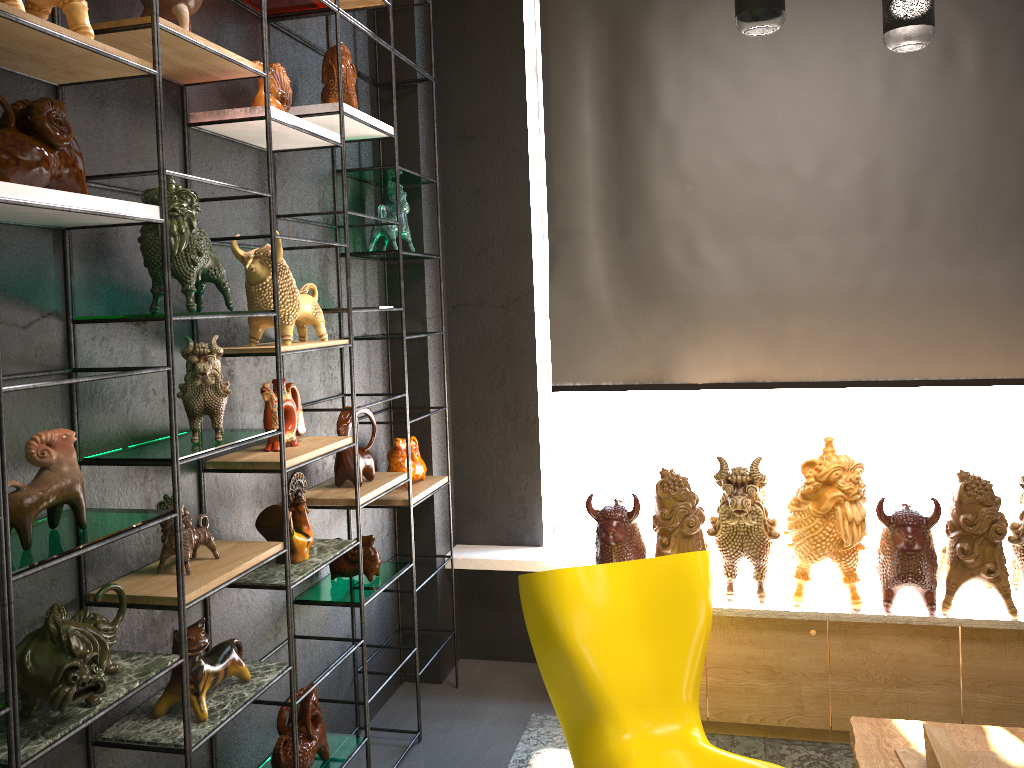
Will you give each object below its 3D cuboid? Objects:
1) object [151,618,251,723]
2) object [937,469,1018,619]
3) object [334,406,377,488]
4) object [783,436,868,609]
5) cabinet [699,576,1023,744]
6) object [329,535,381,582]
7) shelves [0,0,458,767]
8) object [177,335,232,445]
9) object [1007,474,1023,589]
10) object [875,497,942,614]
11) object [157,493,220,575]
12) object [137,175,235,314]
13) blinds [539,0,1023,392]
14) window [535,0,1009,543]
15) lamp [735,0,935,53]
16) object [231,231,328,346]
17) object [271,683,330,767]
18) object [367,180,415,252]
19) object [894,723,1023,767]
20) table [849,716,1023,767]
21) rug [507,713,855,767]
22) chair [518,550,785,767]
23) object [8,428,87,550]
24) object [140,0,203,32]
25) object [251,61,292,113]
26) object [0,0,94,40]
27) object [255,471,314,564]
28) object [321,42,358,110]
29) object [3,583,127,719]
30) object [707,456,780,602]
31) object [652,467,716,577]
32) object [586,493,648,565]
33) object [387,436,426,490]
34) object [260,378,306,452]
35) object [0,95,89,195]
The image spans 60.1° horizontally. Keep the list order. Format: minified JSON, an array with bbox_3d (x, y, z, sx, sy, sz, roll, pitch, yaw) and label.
[{"bbox_3d":[-0.789,0.706,2.325,0.155,0.235,0.310,-1,4,18],"label":"object"},{"bbox_3d":[1.743,0.564,3.353,0.249,0.544,0.476,-2,3,22],"label":"object"},{"bbox_3d":[-0.588,0.229,3.278,0.114,0.289,0.250,-2,3,14],"label":"object"},{"bbox_3d":[1.214,0.514,3.438,0.307,0.653,0.470,-2,3,19],"label":"object"},{"bbox_3d":[1.678,1.089,3.381,2.728,0.529,0.405,-1,3,14],"label":"cabinet"},{"bbox_3d":[-0.592,0.644,3.300,0.210,0.168,0.105,-1,2,13],"label":"object"},{"bbox_3d":[-0.805,-0.433,2.542,0.274,3.900,3.002,-2,3,14],"label":"shelves"},{"bbox_3d":[-0.808,0.013,2.301,0.131,0.279,0.208,-3,3,-28],"label":"object"},{"bbox_3d":[1.948,0.536,3.271,0.271,0.578,0.431,-2,3,7],"label":"object"},{"bbox_3d":[1.495,0.612,3.367,0.219,0.440,0.464,-2,3,19],"label":"object"},{"bbox_3d":[-0.841,0.376,2.301,0.096,0.210,0.184,-2,3,17],"label":"object"},{"bbox_3d":[-0.848,-0.359,2.281,0.167,0.355,0.256,-2,3,19],"label":"object"},{"bbox_3d":[-1.455,-0.815,4.098,12.710,3.302,3.535,1,5,34],"label":"blinds"},{"bbox_3d":[1.271,-0.836,4.209,2.307,3.162,0.051,-2,1,14],"label":"window"},{"bbox_3d":[1.080,-1.497,0.938,2.681,2.268,2.847,-4,4,-32],"label":"lamp"},{"bbox_3d":[-0.716,-0.294,2.779,0.175,0.351,0.370,-2,3,19],"label":"object"},{"bbox_3d":[-0.670,1.107,2.764,0.126,0.249,0.254,-2,3,14],"label":"object"},{"bbox_3d":[-0.514,-0.715,3.747,0.152,0.331,0.290,-2,3,6],"label":"object"},{"bbox_3d":[1.302,1.080,2.426,0.350,0.136,0.522,-1,5,9],"label":"object"},{"bbox_3d":[1.350,1.296,2.478,0.694,0.308,0.832,-1,5,14],"label":"table"},{"bbox_3d":[1.571,1.462,2.210,3.594,0.010,2.199,-1,5,14],"label":"rug"},{"bbox_3d":[0.429,1.017,2.708,0.659,0.894,1.071,-3,4,-16],"label":"chair"},{"bbox_3d":[-0.957,0.210,1.798,0.119,0.220,0.213,-2,3,-2],"label":"object"},{"bbox_3d":[-0.878,-0.995,2.275,0.164,0.266,0.238,-3,3,-15],"label":"object"},{"bbox_3d":[-0.750,-0.921,2.795,0.107,0.209,0.234,-1,3,31],"label":"object"},{"bbox_3d":[-0.998,-0.881,1.804,0.170,0.362,0.377,-2,3,9],"label":"object"},{"bbox_3d":[-0.700,0.421,2.790,0.123,0.270,0.228,-2,3,14],"label":"object"},{"bbox_3d":[-0.638,-1.101,3.254,0.126,0.249,0.254,-3,3,-16],"label":"object"},{"bbox_3d":[-0.925,0.540,1.831,0.192,0.220,0.404,-3,4,-17],"label":"object"},{"bbox_3d":[0.908,0.553,3.527,0.271,0.578,0.431,-2,3,7],"label":"object"},{"bbox_3d":[0.704,0.581,3.610,0.249,0.544,0.476,-2,3,22],"label":"object"},{"bbox_3d":[0.455,0.629,3.623,0.219,0.440,0.464,-2,3,19],"label":"object"},{"bbox_3d":[-0.453,0.326,3.804,0.138,0.222,0.279,-2,4,14],"label":"object"},{"bbox_3d":[-0.723,0.093,2.810,0.060,0.222,0.268,-2,3,15],"label":"object"},{"bbox_3d":[-0.984,-0.484,1.787,0.138,0.222,0.279,-2,4,13],"label":"object"}]
